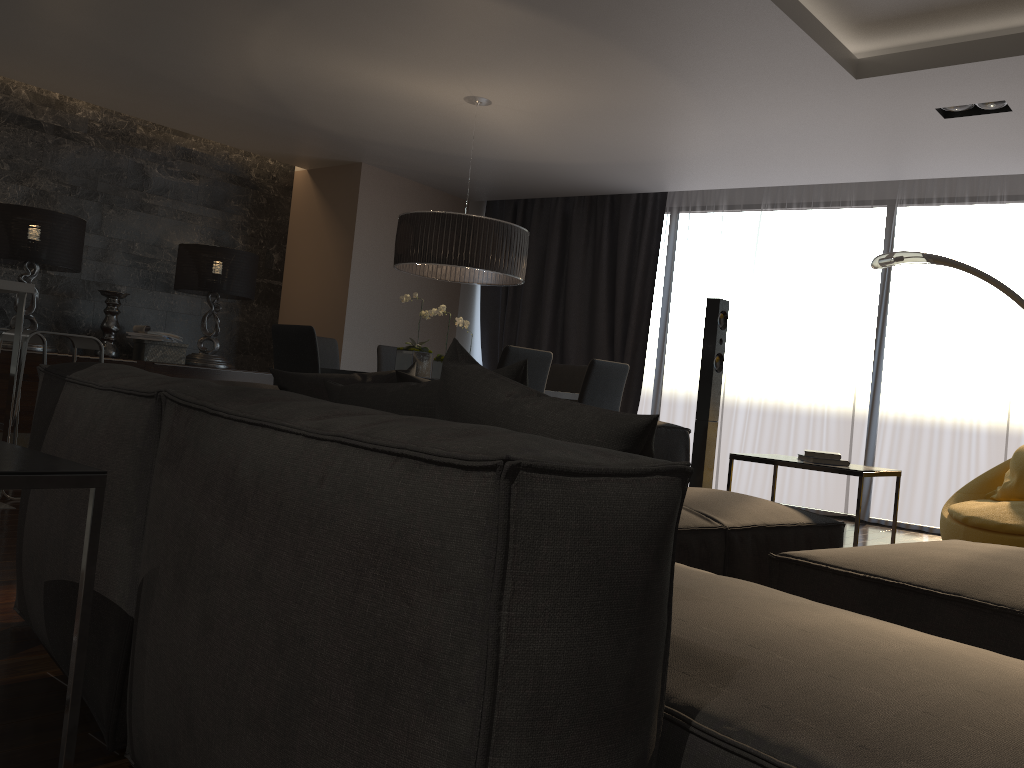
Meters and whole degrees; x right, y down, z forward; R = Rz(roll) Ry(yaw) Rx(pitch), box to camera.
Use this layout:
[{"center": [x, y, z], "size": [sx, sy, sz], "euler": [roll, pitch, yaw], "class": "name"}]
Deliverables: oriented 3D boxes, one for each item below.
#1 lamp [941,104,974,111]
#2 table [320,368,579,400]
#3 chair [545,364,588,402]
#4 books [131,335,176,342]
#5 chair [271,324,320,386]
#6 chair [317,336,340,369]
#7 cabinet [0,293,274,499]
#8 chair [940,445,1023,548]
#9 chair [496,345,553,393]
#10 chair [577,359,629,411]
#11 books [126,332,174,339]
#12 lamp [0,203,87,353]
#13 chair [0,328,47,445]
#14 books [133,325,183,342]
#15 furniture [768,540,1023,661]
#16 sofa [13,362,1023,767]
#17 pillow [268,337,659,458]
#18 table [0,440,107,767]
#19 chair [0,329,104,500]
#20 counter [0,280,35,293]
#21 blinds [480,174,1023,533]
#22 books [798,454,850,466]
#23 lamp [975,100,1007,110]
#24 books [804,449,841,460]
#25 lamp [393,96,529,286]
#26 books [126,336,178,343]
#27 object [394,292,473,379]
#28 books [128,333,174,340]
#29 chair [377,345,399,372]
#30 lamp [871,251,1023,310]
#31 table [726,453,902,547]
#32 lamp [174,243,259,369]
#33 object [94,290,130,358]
[{"center": [2.442, -1.536, 4.825], "size": [0.168, 0.077, 0.186], "euler": [5, -1, 35], "class": "lamp"}, {"center": [-0.408, 0.360, 5.387], "size": [0.986, 0.760, 1.687], "euler": [5, -1, 41], "class": "table"}, {"center": [0.191, 0.322, 6.076], "size": [0.405, 0.965, 0.602], "euler": [5, -2, 41], "class": "chair"}, {"center": [-2.720, -0.345, 6.688], "size": [0.259, 0.011, 0.310], "euler": [6, 0, -12], "class": "books"}, {"center": [-0.994, 0.194, 4.736], "size": [0.405, 0.965, 0.602], "euler": [5, -2, 41], "class": "chair"}, {"center": [-1.142, 0.185, 5.520], "size": [0.542, 0.965, 0.450], "euler": [5, -2, 40], "class": "chair"}, {"center": [-2.833, -0.768, 3.760], "size": [4.215, 2.502, 7.286], "euler": [5, -1, 41], "class": "cabinet"}, {"center": [2.710, 0.539, 4.179], "size": [1.124, 1.006, 1.534], "euler": [6, -1, 8], "class": "chair"}, {"center": [-0.152, 0.278, 4.697], "size": [0.542, 0.965, 0.450], "euler": [5, -2, 40], "class": "chair"}, {"center": [0.329, 0.330, 5.255], "size": [0.542, 0.965, 0.450], "euler": [5, -2, 40], "class": "chair"}, {"center": [-2.734, -0.368, 6.664], "size": [0.257, 0.011, 0.313], "euler": [6, 0, -7], "class": "books"}, {"center": [-3.289, -0.701, 5.984], "size": [0.565, 0.934, 0.619], "euler": [5, -1, 31], "class": "lamp"}, {"center": [-2.842, 0.093, 4.793], "size": [0.398, 0.800, 0.453], "euler": [5, -2, 40], "class": "chair"}, {"center": [-2.716, -0.379, 6.744], "size": [0.288, 0.109, 0.305], "euler": [6, -1, -40], "class": "books"}, {"center": [1.393, 0.673, 2.289], "size": [1.156, 0.440, 1.035], "euler": [6, -1, -40], "class": "furniture"}, {"center": [0.406, 0.445, 2.235], "size": [2.619, 0.704, 2.588], "euler": [6, -1, -40], "class": "sofa"}, {"center": [-0.221, 0.128, 2.253], "size": [1.052, 0.431, 2.109], "euler": [6, 0, 5], "class": "pillow"}, {"center": [-1.001, 0.372, 1.300], "size": [0.569, 0.563, 0.474], "euler": [5, -1, 40], "class": "table"}, {"center": [-2.330, 0.141, 4.366], "size": [0.398, 0.800, 0.453], "euler": [5, -2, 40], "class": "chair"}, {"center": [-4.490, -0.665, 3.135], "size": [2.551, 0.041, 4.243], "euler": [5, -1, 41], "class": "counter"}, {"center": [2.600, -0.394, 6.631], "size": [7.139, 2.895, 0.784], "euler": [5, -2, 32], "class": "blinds"}, {"center": [1.341, 0.328, 3.796], "size": [0.163, 0.023, 0.231], "euler": [6, 0, 1], "class": "books"}, {"center": [2.573, -1.524, 4.716], "size": [0.186, 0.077, 0.167], "euler": [6, -1, -38], "class": "lamp"}, {"center": [1.345, 0.306, 3.812], "size": [0.151, 0.022, 0.211], "euler": [6, 0, 17], "class": "books"}, {"center": [-0.267, -1.215, 5.429], "size": [0.838, 1.103, 0.770], "euler": [6, -1, -26], "class": "lamp"}, {"center": [-2.724, -0.335, 6.671], "size": [0.255, 0.011, 0.316], "euler": [6, 0, -2], "class": "books"}, {"center": [-0.458, -0.280, 5.369], "size": [0.294, 0.501, 0.604], "euler": [5, -1, 37], "class": "object"}, {"center": [-2.731, -0.357, 6.672], "size": [0.259, 0.011, 0.310], "euler": [6, 0, -12], "class": "books"}, {"center": [-0.660, 0.237, 6.078], "size": [0.542, 0.965, 0.450], "euler": [5, -2, 40], "class": "chair"}, {"center": [4.068, 0.289, 4.757], "size": [4.109, 1.780, 0.599], "euler": [6, -1, 17], "class": "lamp"}, {"center": [1.288, 0.617, 3.807], "size": [0.569, 0.563, 0.474], "euler": [5, -1, 40], "class": "table"}, {"center": [-2.388, -0.604, 7.029], "size": [0.617, 0.934, 0.568], "euler": [6, -1, -23], "class": "lamp"}, {"center": [-2.943, -0.436, 6.449], "size": [0.210, 0.486, 0.206], "euler": [6, -1, -2], "class": "object"}]
